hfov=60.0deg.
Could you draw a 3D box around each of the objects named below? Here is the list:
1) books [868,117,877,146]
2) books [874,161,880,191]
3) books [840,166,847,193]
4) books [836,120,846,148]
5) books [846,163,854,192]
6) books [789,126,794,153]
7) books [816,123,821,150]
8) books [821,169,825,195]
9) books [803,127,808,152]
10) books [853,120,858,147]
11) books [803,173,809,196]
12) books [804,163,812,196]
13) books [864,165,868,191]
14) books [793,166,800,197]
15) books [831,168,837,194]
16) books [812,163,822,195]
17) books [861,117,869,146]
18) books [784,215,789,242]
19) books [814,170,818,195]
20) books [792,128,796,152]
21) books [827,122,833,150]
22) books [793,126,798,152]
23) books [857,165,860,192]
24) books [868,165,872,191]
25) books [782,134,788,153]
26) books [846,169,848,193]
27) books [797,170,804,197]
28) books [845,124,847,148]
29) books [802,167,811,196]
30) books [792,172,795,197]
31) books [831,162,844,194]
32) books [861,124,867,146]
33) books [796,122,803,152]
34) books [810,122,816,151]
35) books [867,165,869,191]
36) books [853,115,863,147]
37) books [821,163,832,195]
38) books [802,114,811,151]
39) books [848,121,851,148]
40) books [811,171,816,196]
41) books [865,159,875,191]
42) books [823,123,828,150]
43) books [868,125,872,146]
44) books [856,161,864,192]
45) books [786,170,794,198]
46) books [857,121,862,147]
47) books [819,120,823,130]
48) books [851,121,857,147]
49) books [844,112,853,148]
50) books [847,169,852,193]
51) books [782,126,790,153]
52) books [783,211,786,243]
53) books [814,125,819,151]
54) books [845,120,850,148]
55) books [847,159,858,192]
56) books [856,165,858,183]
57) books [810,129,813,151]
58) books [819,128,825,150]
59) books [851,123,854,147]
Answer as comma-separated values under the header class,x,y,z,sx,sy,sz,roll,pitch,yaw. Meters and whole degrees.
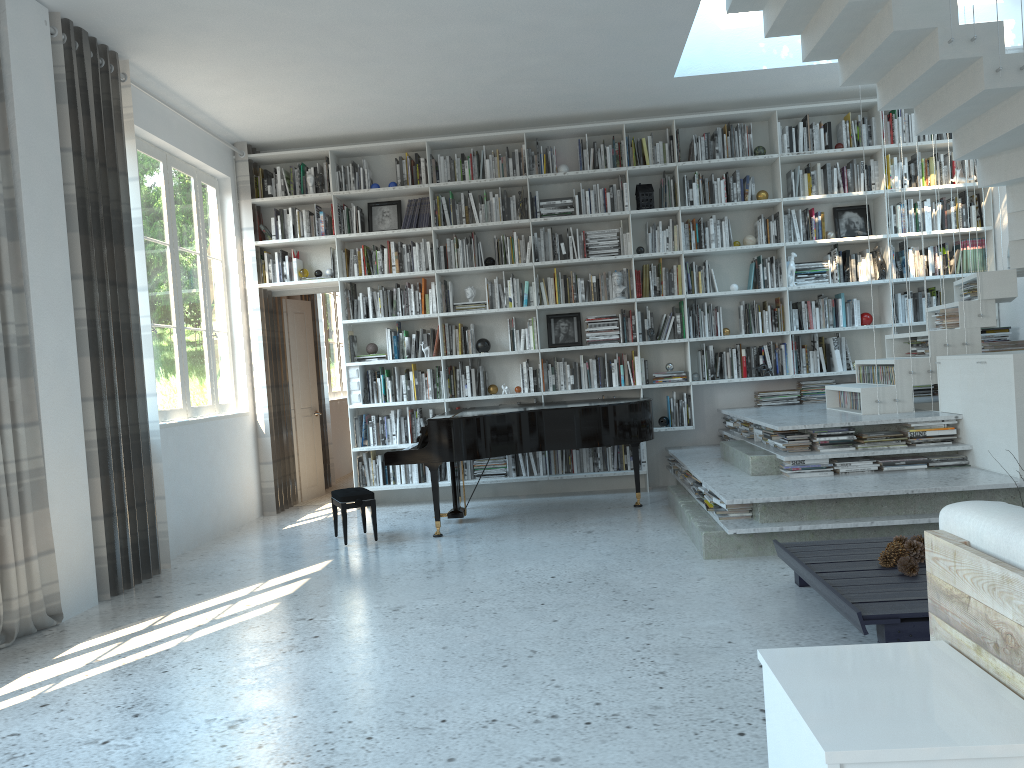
class,x,y,z,sx,sy,sz,roll,pitch,yaw
books,3.036,-2.099,7.486,0.026,0.263,0.163,-4,1,4
books,3.058,-1.734,7.499,0.031,0.265,0.169,-4,1,4
books,2.796,-1.702,7.503,0.014,0.240,0.189,-4,1,4
books,2.783,-2.078,7.496,0.019,0.256,0.169,-4,1,4
books,2.858,-1.719,7.514,0.023,0.264,0.156,-4,1,4
books,2.348,-2.040,7.527,0.026,0.242,0.184,-4,1,4
books,2.581,-2.063,7.524,0.021,0.254,0.151,-4,1,4
books,2.618,-1.690,7.535,0.025,0.238,0.142,-4,1,4
books,2.476,-2.044,7.529,0.030,0.231,0.148,-4,1,4
books,2.894,-2.086,7.510,0.017,0.257,0.146,-4,1,4
books,2.477,-1.664,7.530,0.025,0.207,0.175,-4,1,4
books,2.519,-1.712,7.538,0.011,0.296,0.162,-4,1,4
books,2.968,-1.715,7.502,0.030,0.241,0.162,-4,1,4
books,2.411,-1.697,7.548,0.051,0.282,0.166,-4,1,4
books,2.710,-1.691,7.505,0.030,0.230,0.187,-4,1,4
books,2.590,-1.712,7.527,0.026,0.288,0.156,-4,1,4
books,2.980,-2.103,7.506,0.025,0.279,0.136,-4,1,4
books,2.335,-1.310,7.586,0.030,0.253,0.128,-4,1,4
books,2.569,-1.685,7.550,0.024,0.236,0.146,-4,1,4
books,2.374,-2.037,7.534,0.024,0.231,0.168,-4,1,4
books,2.671,-2.071,7.514,0.030,0.257,0.164,-4,1,4
books,2.401,-2.048,7.549,0.027,0.249,0.140,-4,1,4
books,2.911,-1.715,7.507,0.011,0.249,0.152,-4,1,4
books,3.008,-1.714,7.509,0.022,0.234,0.158,-4,1,4
books,2.301,-2.007,7.525,0.022,0.182,0.189,-4,1,4
books,2.811,-1.692,7.519,0.013,0.216,0.177,-4,1,4
books,2.451,-1.684,7.554,0.026,0.251,0.130,-4,1,4
books,2.798,-2.061,7.498,0.008,0.220,0.182,-4,1,4
books,2.501,-1.693,7.532,0.026,0.261,0.167,-4,1,4
books,2.381,-1.672,7.550,0.013,0.237,0.141,-4,1,4
books,2.765,-1.722,7.528,0.048,0.283,0.162,-4,1,4
books,2.954,-2.067,7.491,0.029,0.210,0.169,-4,1,4
books,2.436,-2.065,7.529,0.048,0.278,0.150,-4,1,4
books,2.541,-2.064,7.517,0.014,0.262,0.168,-4,1,4
books,2.991,-1.719,7.518,0.014,0.246,0.142,-4,1,4
books,2.929,-2.110,7.505,0.020,0.299,0.131,-4,1,4
books,2.642,-1.704,7.481,0.032,0.265,0.245,-4,1,4
books,2.494,-2.096,7.515,0.014,0.332,0.180,-4,1,4
books,2.834,-2.083,7.514,0.017,0.259,0.136,-4,1,4
books,2.542,-1.677,7.538,0.030,0.224,0.157,-4,1,4
books,3.030,-1.741,7.503,0.026,0.284,0.147,-4,1,4
books,2.651,-2.068,7.529,0.012,0.254,0.161,-4,1,4
books,3.011,-2.072,7.511,0.031,0.211,0.131,-4,1,4
books,2.933,-1.728,7.496,0.036,0.272,0.177,-4,1,4
books,2.368,-1.680,7.553,0.012,0.254,0.161,-4,1,4
books,2.911,-2.076,7.488,0.018,0.235,0.186,-4,1,4
books,2.621,-2.078,7.533,0.012,0.279,0.153,-4,1,4
books,2.869,-2.080,7.497,0.031,0.249,0.164,-4,1,4
books,2.843,-2.114,7.498,0.007,0.321,0.165,-4,1,4
books,2.833,-1.694,7.508,0.031,0.217,0.165,-4,1,4
books,2.323,-2.043,7.534,0.025,0.250,0.178,-4,1,4
books,2.303,-1.323,7.579,0.031,0.284,0.137,-4,1,4
books,2.559,-2.052,7.517,0.022,0.236,0.172,-4,1,4
books,2.817,-2.078,7.502,0.016,0.252,0.189,-4,1,4
books,2.878,-1.735,7.498,0.022,0.294,0.180,-4,1,4
books,2.899,-1.715,7.522,0.014,0.249,0.162,-4,1,4
books,2.522,-2.042,7.539,0.030,0.220,0.133,-4,1,4
books,2.604,-2.038,7.509,0.024,0.202,0.190,-4,1,4
books,2.852,-2.067,7.491,0.007,0.226,0.170,-4,1,4
